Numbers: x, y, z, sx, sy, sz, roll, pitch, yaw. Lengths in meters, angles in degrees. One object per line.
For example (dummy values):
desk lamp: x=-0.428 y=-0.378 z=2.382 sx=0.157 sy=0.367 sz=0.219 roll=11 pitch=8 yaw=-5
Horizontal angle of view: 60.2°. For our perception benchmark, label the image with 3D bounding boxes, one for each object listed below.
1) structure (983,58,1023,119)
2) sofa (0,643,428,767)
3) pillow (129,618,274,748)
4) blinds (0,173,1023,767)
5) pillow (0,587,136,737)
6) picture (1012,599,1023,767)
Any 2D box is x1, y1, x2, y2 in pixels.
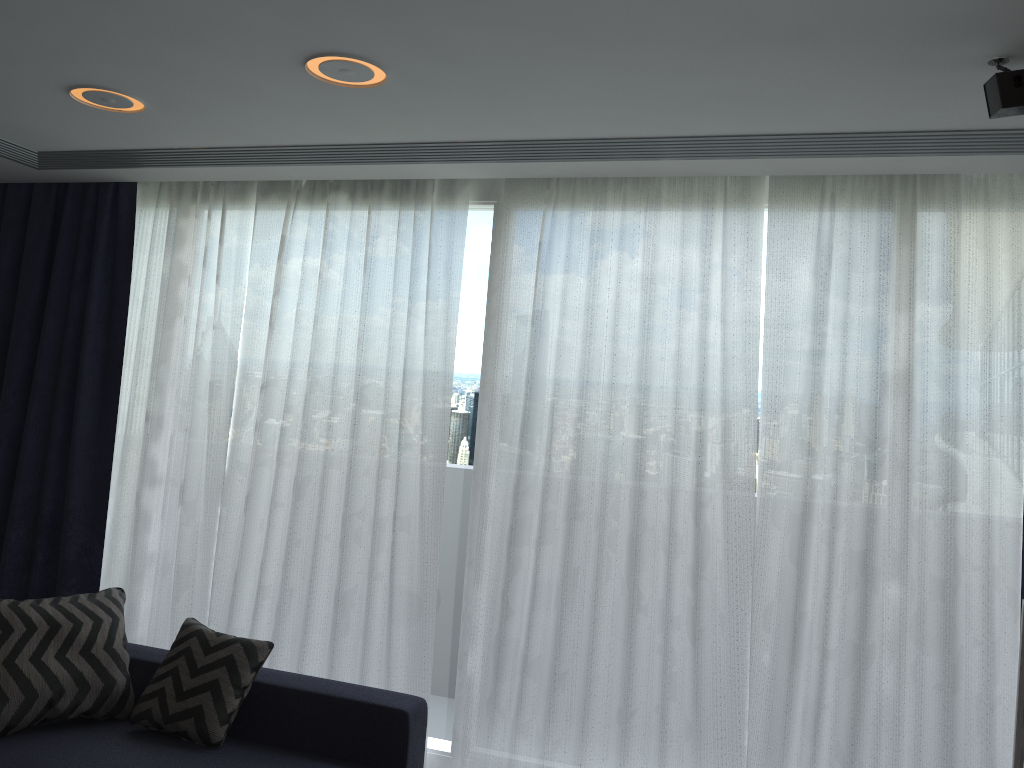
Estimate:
structure: x=1.299 y=-0.770 z=2.299 sx=0.114 sy=0.144 sz=0.084 roll=4 pitch=-6 yaw=8
sofa: x=-1.394 y=1.215 z=2.049 sx=1.901 sy=0.613 sz=2.848 roll=4 pitch=-2 yaw=18
pillow: x=-1.134 y=1.084 z=3.227 sx=0.415 sy=0.348 sz=0.283 roll=3 pitch=-5 yaw=22
blinds: x=-1.008 y=0.124 z=1.276 sx=7.143 sy=2.798 sz=5.748 roll=3 pitch=-3 yaw=21
pillow: x=-1.704 y=1.052 z=3.243 sx=0.594 sy=0.523 sz=0.355 roll=8 pitch=-7 yaw=-42
picture: x=1.077 y=0.835 z=1.780 sx=0.053 sy=0.707 sz=0.495 roll=2 pitch=-6 yaw=17
